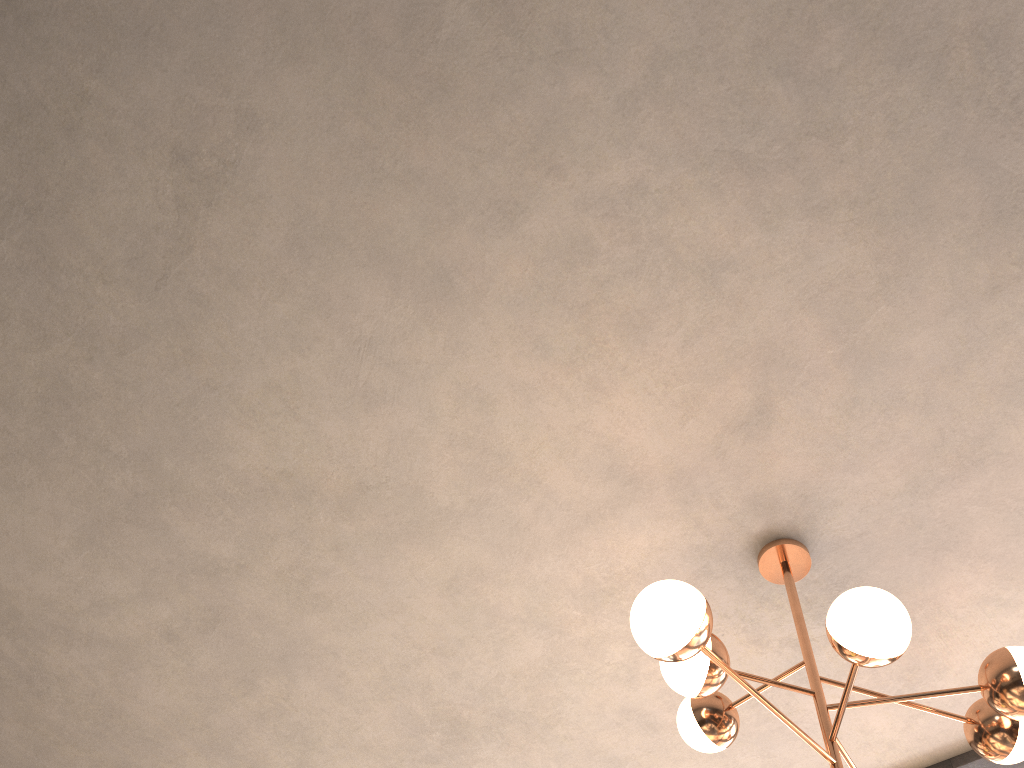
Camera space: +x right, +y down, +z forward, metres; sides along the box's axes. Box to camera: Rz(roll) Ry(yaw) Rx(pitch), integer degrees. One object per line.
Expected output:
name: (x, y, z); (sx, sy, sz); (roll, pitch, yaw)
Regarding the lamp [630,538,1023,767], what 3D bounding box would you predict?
lamp: (0.971, 0.882, 2.574); (1.018, 0.998, 1.517); (-11, -63, 12)
